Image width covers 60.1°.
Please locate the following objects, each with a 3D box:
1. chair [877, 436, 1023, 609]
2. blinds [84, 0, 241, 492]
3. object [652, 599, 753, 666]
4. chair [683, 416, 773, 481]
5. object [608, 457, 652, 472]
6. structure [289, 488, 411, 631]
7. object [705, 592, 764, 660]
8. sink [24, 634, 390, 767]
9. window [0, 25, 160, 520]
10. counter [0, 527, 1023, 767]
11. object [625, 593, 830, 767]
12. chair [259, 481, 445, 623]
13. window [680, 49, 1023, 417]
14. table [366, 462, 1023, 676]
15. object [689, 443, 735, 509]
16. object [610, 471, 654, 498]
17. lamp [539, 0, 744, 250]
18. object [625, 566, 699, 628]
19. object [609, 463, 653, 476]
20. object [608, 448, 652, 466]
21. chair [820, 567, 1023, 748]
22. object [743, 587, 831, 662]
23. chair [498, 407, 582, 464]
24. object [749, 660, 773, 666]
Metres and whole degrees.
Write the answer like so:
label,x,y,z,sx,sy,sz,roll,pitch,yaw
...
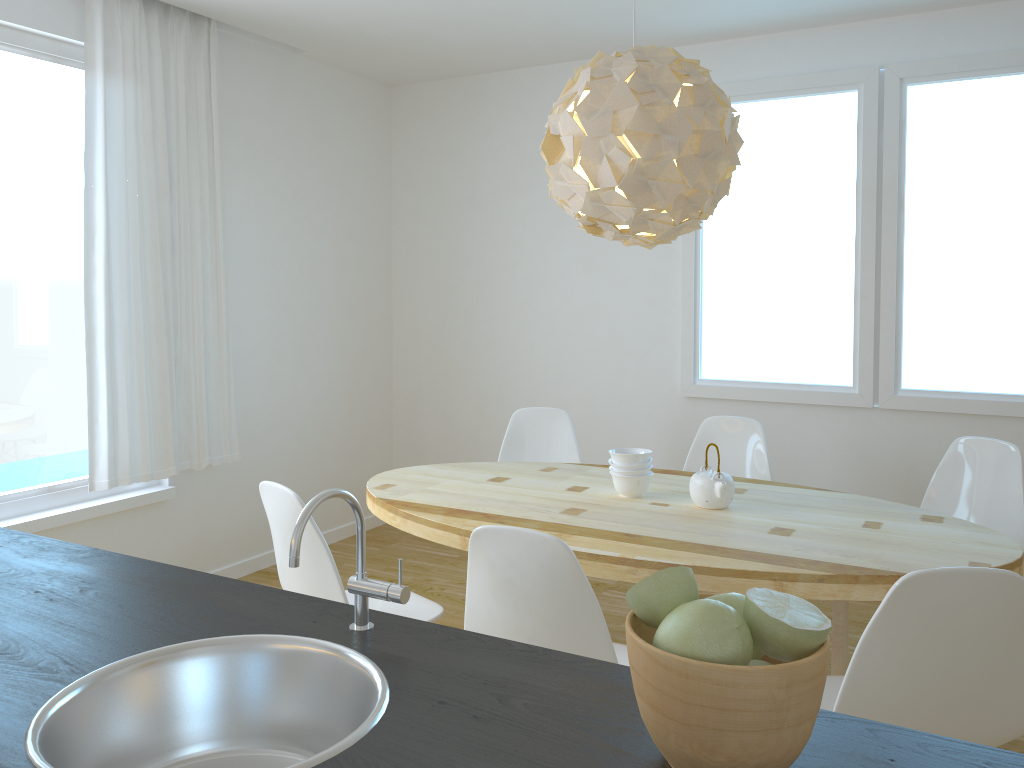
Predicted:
label,x,y,z,sx,sy,sz,roll,pitch,yaw
chair,1.537,0.661,3.156,0.523,0.899,0.431,-2,4,-31
blinds,-1.522,-0.661,3.936,0.150,2.154,0.796,1,3,30
object,0.189,0.262,0.881,0.087,0.098,0.102,-3,5,-40
chair,0.830,0.611,3.629,0.430,0.899,0.524,2,4,29
object,0.412,0.302,3.085,0.151,0.095,0.152,-5,7,-44
structure,-0.223,0.253,1.213,0.097,0.214,0.162,2,4,29
object,0.228,0.269,0.953,0.097,0.085,0.081,0,4,-6
sink,-0.349,0.451,1.052,0.404,0.156,0.406,-2,6,-19
window,-2.335,-0.371,2.892,0.088,1.912,2.735,1,5,29
counter,-0.607,0.378,1.234,2.403,0.040,0.602,3,7,29
object,0.221,0.321,0.919,0.205,0.141,0.206,-1,5,-9
chair,-0.462,0.710,2.660,0.524,0.899,0.431,-3,4,-41
window,1.112,-0.328,3.062,1.881,2.047,2.557,2,5,29
table,0.451,0.764,2.981,2.192,0.723,1.197,3,6,28
object,0.657,0.302,2.924,0.147,0.211,0.178,2,4,29
object,0.417,0.348,3.091,0.152,0.082,0.152,-2,5,-21
lamp,0.416,-1.000,2.864,0.639,1.132,0.648,2,4,29
object,0.163,0.226,0.951,0.077,0.071,0.074,-3,5,-36
object,0.414,0.326,3.088,0.151,0.092,0.152,-2,5,-21
object,0.412,0.274,3.087,0.152,0.087,0.152,-3,6,-32
chair,0.879,0.780,2.002,0.430,0.899,0.525,0,3,-1
object,0.277,0.246,0.892,0.084,0.065,0.086,4,6,41
chair,0.113,0.583,3.891,0.430,0.899,0.525,0,3,4
object,0.246,0.339,0.900,0.097,0.118,0.108,1,4,11
